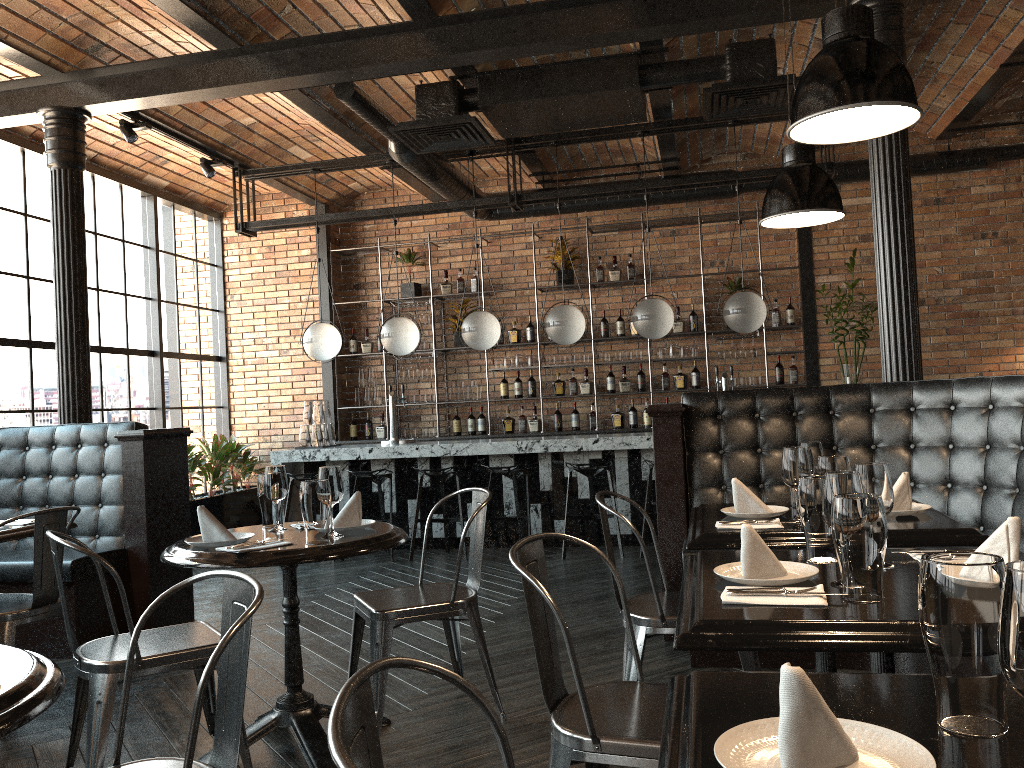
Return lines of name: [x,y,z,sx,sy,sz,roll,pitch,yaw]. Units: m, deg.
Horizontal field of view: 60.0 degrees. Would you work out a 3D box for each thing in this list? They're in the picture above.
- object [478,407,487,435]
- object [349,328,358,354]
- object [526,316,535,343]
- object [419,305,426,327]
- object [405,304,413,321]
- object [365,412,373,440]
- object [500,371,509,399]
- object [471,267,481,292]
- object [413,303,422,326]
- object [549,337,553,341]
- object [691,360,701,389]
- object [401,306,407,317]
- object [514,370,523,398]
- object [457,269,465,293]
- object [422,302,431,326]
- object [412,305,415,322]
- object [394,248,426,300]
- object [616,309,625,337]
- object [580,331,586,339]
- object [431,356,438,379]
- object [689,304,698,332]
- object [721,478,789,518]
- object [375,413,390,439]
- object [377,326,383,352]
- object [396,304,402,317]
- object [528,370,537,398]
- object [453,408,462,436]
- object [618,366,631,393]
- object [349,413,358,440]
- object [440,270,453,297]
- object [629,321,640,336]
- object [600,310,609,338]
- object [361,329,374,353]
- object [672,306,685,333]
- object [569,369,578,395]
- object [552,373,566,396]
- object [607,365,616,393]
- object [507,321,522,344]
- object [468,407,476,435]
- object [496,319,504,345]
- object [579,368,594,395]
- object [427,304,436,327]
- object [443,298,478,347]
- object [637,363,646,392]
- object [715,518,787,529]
object: [-0.321,0.390,9.465,0.086,0.298,0.086,-2,-2,-29]
object: [-1.755,-0.465,9.816,0.086,0.298,0.086,-2,-2,-29]
object: [0.197,-0.573,9.372,0.086,0.298,0.086,-2,-2,-29]
object: [-0.983,-0.743,9.694,0.092,0.244,0.092,-3,-2,18]
object: [-1.114,-0.740,9.554,0.092,0.244,0.092,-3,-2,18]
object: [-1.567,0.459,9.704,0.086,0.297,0.086,-1,-2,-44]
object: [-0.080,0.014,9.417,0.086,0.299,0.086,-2,-2,-29]
object: [-0.391,-1.107,9.495,0.083,0.282,0.083,-4,-2,27]
object: [-1.018,-0.746,9.533,0.092,0.244,0.092,-3,-2,18]
object: [0.424,-0.587,9.317,0.086,0.298,0.086,-2,-2,-29]
object: [1.865,-0.094,9.000,0.086,0.298,0.086,-2,-2,-29]
object: [-1.186,-0.732,9.739,0.092,0.244,0.092,-3,-2,18]
object: [0.067,0.005,9.410,0.086,0.298,0.086,-2,-2,-29]
object: [-0.553,-1.098,9.530,0.083,0.282,0.083,-3,-1,-3]
object: [-0.917,-0.751,9.511,0.092,0.244,0.092,-3,-2,18]
object: [-1.079,-0.738,9.716,0.092,0.244,0.092,-3,-2,18]
object: [-1.109,-1.202,9.680,0.377,0.554,0.422,-3,-1,0]
object: [1.125,-0.626,9.188,0.086,0.298,0.086,-2,-2,-29]
object: [0.718,-0.595,9.245,0.083,0.282,0.083,-3,-2,12]
object: [-0.853,-0.177,9.658,0.092,0.244,0.092,-3,-2,18]
object: [1.842,-0.666,9.003,0.086,0.297,0.086,-2,-2,-29]
object: [0.849,0.396,3.112,0.232,0.139,0.232,-2,-2,-29]
object: [-1.411,0.461,9.681,0.123,0.279,0.123,-4,-2,26]
object: [-1.436,-0.484,9.718,0.086,0.299,0.086,-2,-2,-29]
object: [-1.222,-0.734,9.578,0.092,0.244,0.092,-3,-2,18]
object: [0.209,-0.003,9.351,0.086,0.297,0.086,-2,-2,-29]
object: [-0.591,0.406,9.523,0.086,0.299,0.086,-2,-2,-29]
object: [1.158,-0.046,9.126,0.123,0.279,0.123,-3,-1,1]
object: [-1.747,0.470,9.775,0.086,0.299,0.086,-2,-2,-29]
object: [-0.707,-1.087,9.565,0.123,0.279,0.123,-3,-1,1]
object: [1.275,-0.608,9.122,0.151,0.248,0.094,-4,-2,41]
object: [0.958,-0.617,9.196,0.086,0.299,0.086,-2,-2,-29]
object: [-1.590,-0.465,9.734,0.123,0.279,0.123,-3,-1,1]
object: [1.692,-0.647,9.018,0.123,0.279,0.123,-3,-2,21]
object: [0.641,-0.019,9.253,0.083,0.282,0.083,-3,-2,12]
object: [0.491,0.007,9.285,0.151,0.248,0.094,-3,-1,1]
object: [1.025,-0.049,9.177,0.086,0.298,0.086,-2,-2,-29]
object: [0.028,-0.539,9.394,0.151,0.248,0.094,-3,-2,16]
object: [-0.432,0.396,9.514,0.086,0.298,0.086,-2,-2,-29]
object: [-0.130,-0.548,9.430,0.083,0.282,0.083,-3,-1,-3]
object: [0.773,-0.025,9.210,0.123,0.279,0.123,-4,-2,26]
object: [-0.881,-0.749,9.672,0.092,0.244,0.092,-3,-2,18]
object: [-0.515,-0.648,9.487,0.430,0.526,0.425,-4,-2,24]
object: [1.327,-0.066,9.107,0.086,0.299,0.086,-2,-2,-29]
object: [0.786,0.448,2.861,0.255,0.019,0.157,-3,-2,13]
